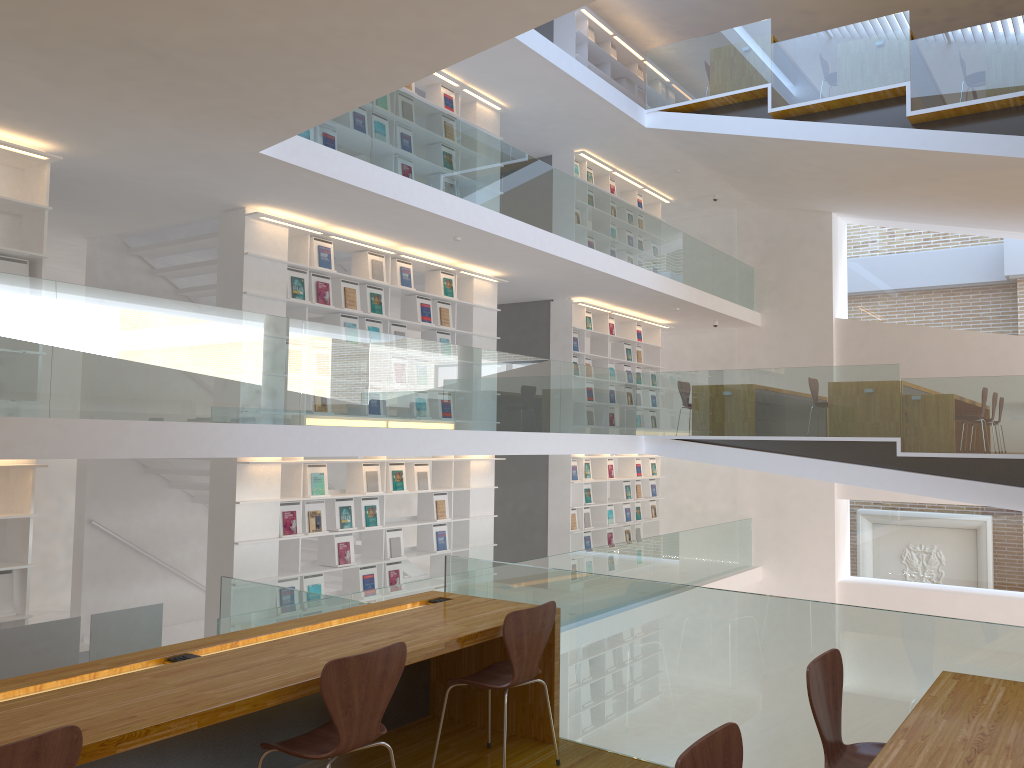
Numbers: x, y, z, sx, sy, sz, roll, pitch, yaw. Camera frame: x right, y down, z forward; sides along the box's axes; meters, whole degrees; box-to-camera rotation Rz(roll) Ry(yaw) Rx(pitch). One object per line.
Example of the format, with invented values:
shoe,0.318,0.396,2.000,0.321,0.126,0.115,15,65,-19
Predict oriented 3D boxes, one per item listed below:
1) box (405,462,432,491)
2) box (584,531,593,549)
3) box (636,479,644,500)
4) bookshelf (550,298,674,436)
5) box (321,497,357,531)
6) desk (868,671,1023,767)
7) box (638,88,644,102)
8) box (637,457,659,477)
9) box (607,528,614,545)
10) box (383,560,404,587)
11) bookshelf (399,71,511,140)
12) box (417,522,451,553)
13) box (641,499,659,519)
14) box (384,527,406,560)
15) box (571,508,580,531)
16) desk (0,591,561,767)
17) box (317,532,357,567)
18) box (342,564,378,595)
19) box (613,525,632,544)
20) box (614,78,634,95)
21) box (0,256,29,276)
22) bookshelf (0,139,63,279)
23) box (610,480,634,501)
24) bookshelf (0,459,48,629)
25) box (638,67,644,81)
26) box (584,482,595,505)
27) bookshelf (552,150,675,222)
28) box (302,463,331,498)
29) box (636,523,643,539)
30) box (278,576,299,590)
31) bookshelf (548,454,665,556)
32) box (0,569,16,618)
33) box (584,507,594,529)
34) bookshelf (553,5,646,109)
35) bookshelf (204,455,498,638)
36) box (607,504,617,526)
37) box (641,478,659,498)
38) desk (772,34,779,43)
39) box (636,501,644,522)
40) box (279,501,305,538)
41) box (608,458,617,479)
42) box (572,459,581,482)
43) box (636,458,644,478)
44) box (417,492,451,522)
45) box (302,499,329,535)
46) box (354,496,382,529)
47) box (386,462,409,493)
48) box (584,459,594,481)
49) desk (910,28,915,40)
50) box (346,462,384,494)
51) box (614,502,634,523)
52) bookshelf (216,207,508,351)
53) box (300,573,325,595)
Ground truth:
box,-2.956,2.494,6.323,0.498,3.764,7.125,-2,-4,34
box,0.967,2.170,12.251,0.274,0.296,0.245,-2,-4,34
box,1.851,1.609,13.581,0.274,0.296,0.245,-2,-4,34
bookshelf,1.554,-0.148,13.096,0.498,1.836,2.984,-2,-4,34
box,-1.635,1.216,8.340,0.274,0.296,0.245,-2,-4,34
desk,0.896,1.180,1.500,0.760,0.606,3.185,-2,-4,34
box,1.937,-4.501,13.973,0.274,0.296,0.245,-2,-4,34
box,2.151,1.313,14.035,0.274,0.296,0.245,-2,-4,34
box,1.329,2.209,12.784,0.274,0.296,0.245,-2,-4,34
box,-1.243,1.923,8.888,0.274,0.296,0.245,-2,-4,34
bookshelf,-1.261,-2.498,9.049,0.498,1.836,3.666,-2,-4,34
box,-0.835,1.639,9.502,0.274,0.296,0.245,-2,-4,34
box,2.149,1.969,14.004,0.274,0.296,0.245,-2,-4,34
box,-1.241,1.595,8.904,0.274,0.296,0.245,-2,-4,34
box,0.739,1.816,11.930,0.274,0.296,0.245,-2,-4,34
desk,-1.191,1.412,3.131,1.285,0.918,3.236,-2,-4,34
box,-1.637,1.545,8.323,0.274,0.296,0.245,-2,-4,34
box,-1.453,1.900,8.578,0.274,0.296,0.245,-2,-4,34
box,1.646,2.244,13.251,0.274,0.296,0.245,-2,-4,34
box,1.734,-4.522,13.675,0.274,0.296,0.245,-2,-4,34
box,-3.401,-0.693,5.928,0.274,0.296,0.245,-2,-4,34
bookshelf,-4.074,-0.759,4.815,0.498,1.836,2.984,-2,-4,34
box,1.648,1.588,13.282,0.274,0.296,0.245,-2,-4,34
bookshelf,-4.103,1.297,4.683,0.498,1.836,2.984,-2,-4,34
box,1.942,-4.828,13.994,0.274,0.296,0.245,-2,-4,34
box,0.967,1.508,12.280,0.274,0.296,0.245,-2,-4,34
bookshelf,1.583,-2.190,13.227,0.498,1.836,2.984,-2,-4,34
box,-1.831,0.873,8.065,0.274,0.296,0.245,-2,-4,34
box,1.847,2.265,13.546,0.274,0.296,0.245,-2,-4,34
box,-2.014,1.839,7.754,0.274,0.296,0.245,-2,-4,34
bookshelf,1.525,1.909,12.963,0.498,1.836,2.984,-2,-4,34
box,-3.430,1.363,5.796,0.274,0.296,0.245,-2,-4,34
box,0.950,1.839,12.240,0.274,0.296,0.245,-2,-4,34
bookshelf,1.611,-4.201,13.356,0.498,1.836,2.984,-2,-4,34
bookshelf,-1.360,1.602,8.814,0.397,1.836,3.666,-2,-4,34
box,1.342,1.882,12.817,0.274,0.296,0.245,-2,-4,34
box,2.146,1.640,14.014,0.274,0.296,0.245,-2,-4,34
desk,3.610,-3.664,11.833,0.760,0.606,3.196,-2,-4,34
box,1.841,1.936,13.551,0.274,0.296,0.245,-2,-4,34
box,-2.007,1.182,7.793,0.274,0.296,0.245,-2,-4,34
box,1.341,1.224,12.839,0.274,0.296,0.245,-2,-4,34
box,0.749,1.164,11.973,0.274,0.296,0.245,-2,-4,34
box,1.856,1.282,13.602,0.274,0.296,0.245,-2,-4,34
box,-0.831,1.311,9.522,0.274,0.296,0.245,-2,-4,34
box,-1.846,1.202,8.051,0.274,0.296,0.245,-2,-4,34
box,-1.441,1.245,8.625,0.274,0.296,0.245,-2,-4,34
box,-1.224,0.939,8.959,0.274,0.296,0.245,-2,-4,34
box,0.958,1.184,12.281,0.274,0.296,0.245,-2,-4,34
desk,4.832,-3.395,10.983,0.760,0.606,3.196,-2,-4,34
box,-1.433,0.917,8.651,0.274,0.296,0.245,-2,-4,34
box,1.644,1.915,13.261,0.274,0.296,0.245,-2,-4,34
bookshelf,-1.289,-0.456,8.918,0.498,1.836,3.666,-2,-4,34
box,-1.848,1.857,7.998,0.274,0.296,0.245,-2,-4,34
